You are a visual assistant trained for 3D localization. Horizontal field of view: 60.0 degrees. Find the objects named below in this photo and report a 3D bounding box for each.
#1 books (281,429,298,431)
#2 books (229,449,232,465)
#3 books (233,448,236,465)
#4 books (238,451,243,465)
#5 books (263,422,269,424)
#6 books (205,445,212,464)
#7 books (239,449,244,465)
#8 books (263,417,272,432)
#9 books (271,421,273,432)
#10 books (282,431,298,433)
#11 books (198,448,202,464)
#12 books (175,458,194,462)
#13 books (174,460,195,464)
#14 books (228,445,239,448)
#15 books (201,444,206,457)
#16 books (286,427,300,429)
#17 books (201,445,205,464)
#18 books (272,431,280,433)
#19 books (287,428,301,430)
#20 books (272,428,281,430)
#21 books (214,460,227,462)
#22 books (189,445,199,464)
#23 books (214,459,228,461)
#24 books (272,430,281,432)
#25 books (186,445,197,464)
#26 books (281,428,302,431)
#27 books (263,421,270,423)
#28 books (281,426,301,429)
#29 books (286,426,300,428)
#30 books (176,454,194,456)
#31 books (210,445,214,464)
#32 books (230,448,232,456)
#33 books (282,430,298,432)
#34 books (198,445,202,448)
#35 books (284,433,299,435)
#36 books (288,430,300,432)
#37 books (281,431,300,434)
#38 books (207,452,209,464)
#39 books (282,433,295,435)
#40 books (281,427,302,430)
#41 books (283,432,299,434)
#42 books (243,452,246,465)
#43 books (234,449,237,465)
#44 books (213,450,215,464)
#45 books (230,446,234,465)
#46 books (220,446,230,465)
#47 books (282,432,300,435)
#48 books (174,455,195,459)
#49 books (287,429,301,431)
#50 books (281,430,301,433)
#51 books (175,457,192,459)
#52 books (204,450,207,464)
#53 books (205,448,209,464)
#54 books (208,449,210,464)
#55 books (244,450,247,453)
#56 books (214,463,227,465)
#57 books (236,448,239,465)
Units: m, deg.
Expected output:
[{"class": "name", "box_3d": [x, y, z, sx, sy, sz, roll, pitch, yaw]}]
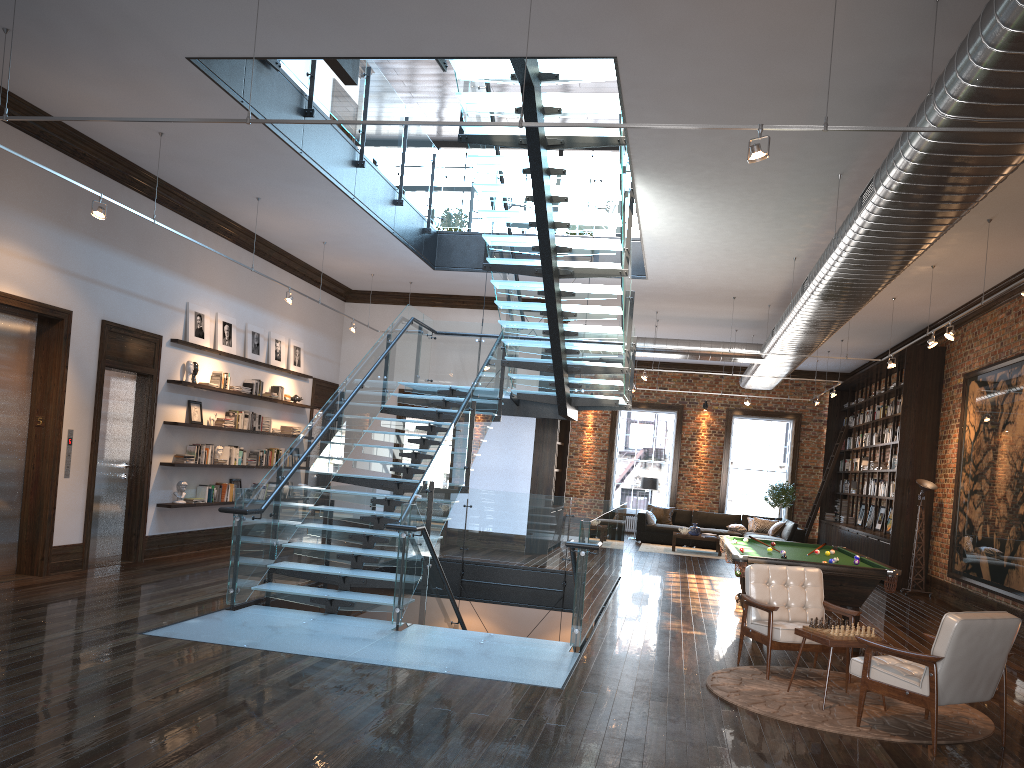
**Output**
[{"class": "books", "box_3d": [-3.508, 0.735, 14.108, 0.194, 0.008, 0.310, 3, -5, 16]}, {"class": "books", "box_3d": [-3.924, 0.995, 12.153, 0.153, 0.218, 0.030, 4, 0, 11]}, {"class": "books", "box_3d": [-3.909, 0.997, 12.279, 0.153, 0.239, 0.010, 4, 0, 11]}, {"class": "books", "box_3d": [-3.871, 1.035, 12.457, 0.158, 0.201, 0.060, 4, -1, 11]}, {"class": "books", "box_3d": [-3.714, 0.570, 13.138, 0.142, 0.011, 0.257, 4, -5, 8]}, {"class": "books", "box_3d": [-4.031, 0.925, 11.668, 0.130, 0.252, 0.027, 5, 0, 11]}, {"class": "books", "box_3d": [-3.868, 1.032, 12.557, 0.142, 0.224, 0.012, 4, 0, 11]}, {"class": "books", "box_3d": [-3.677, 0.609, 13.290, 0.142, 0.224, 0.012, 4, 0, 11]}, {"class": "books", "box_3d": [-3.680, 0.635, 13.349, 0.139, 0.181, 0.030, 4, 0, 11]}, {"class": "books", "box_3d": [-3.519, 0.765, 14.105, 0.194, 0.008, 0.309, 4, -5, 13]}, {"class": "books", "box_3d": [-4.068, 0.924, 11.405, 0.156, 0.202, 0.013, 4, 0, 11]}, {"class": "books", "box_3d": [-4.126, 0.956, 11.174, 0.154, 0.028, 0.192, 4, -5, 6]}, {"class": "books", "box_3d": [-4.126, 0.984, 11.168, 0.143, 0.028, 0.236, 4, -5, 11]}, {"class": "books", "box_3d": [-3.889, 0.992, 12.353, 0.157, 0.265, 0.011, 5, 0, 11]}, {"class": "books", "box_3d": [-4.059, 0.908, 11.541, 0.127, 0.258, 0.015, 5, 0, 11]}, {"class": "books", "box_3d": [-3.513, 0.698, 14.110, 0.194, 0.008, 0.309, 4, -5, 13]}, {"class": "books", "box_3d": [-4.049, 0.913, 11.491, 0.138, 0.243, 0.015, 5, 0, 11]}, {"class": "books", "box_3d": [-3.657, 0.724, 13.517, 0.142, 0.011, 0.256, 4, -5, 12]}, {"class": "books", "box_3d": [-3.506, 0.713, 14.108, 0.193, 0.007, 0.347, 4, -5, 6]}, {"class": "books", "box_3d": [-3.654, 0.682, 13.517, 0.140, 0.011, 0.287, 4, -5, 10]}, {"class": "books", "box_3d": [-3.976, 1.035, 11.972, 0.142, 0.011, 0.257, 4, -5, 8]}, {"class": "books", "box_3d": [-4.079, 0.901, 11.351, 0.134, 0.236, 0.013, 5, 0, 11]}, {"class": "books", "box_3d": [-3.977, 1.024, 11.972, 0.140, 0.011, 0.288, 4, -5, 13]}, {"class": "books", "box_3d": [-3.652, 0.714, 13.516, 0.140, 0.011, 0.288, 4, -5, 13]}, {"class": "books", "box_3d": [-4.101, 0.902, 11.324, 0.125, 0.226, 0.048, 5, 0, 11]}, {"class": "books", "box_3d": [-3.515, 0.720, 14.110, 0.193, 0.007, 0.347, 4, -5, 13]}, {"class": "books", "box_3d": [-3.715, 0.559, 13.138, 0.142, 0.011, 0.256, 4, -5, 13]}, {"class": "books", "box_3d": [-3.512, 0.690, 14.110, 0.193, 0.007, 0.347, 4, -5, 9]}, {"class": "books", "box_3d": [-3.512, 0.683, 14.110, 0.193, 0.007, 0.347, 4, -5, 13]}, {"class": "books", "box_3d": [-4.119, 0.897, 11.173, 0.135, 0.014, 0.216, 4, -5, 11]}, {"class": "books", "box_3d": [-4.020, 0.932, 11.732, 0.140, 0.251, 0.012, 5, 0, 11]}, {"class": "books", "box_3d": [-3.926, 0.990, 12.205, 0.133, 0.236, 0.022, 5, 0, 11]}, {"class": "books", "box_3d": [-3.510, 0.750, 14.106, 0.195, 0.008, 0.309, 4, -5, 6]}, {"class": "books", "box_3d": [-4.068, 0.907, 11.431, 0.128, 0.240, 0.012, 5, 0, 11]}, {"class": "books", "box_3d": [-3.516, 0.795, 14.104, 0.193, 0.007, 0.347, 3, -5, 15]}, {"class": "books", "box_3d": [-3.522, 0.742, 14.108, 0.195, 0.008, 0.309, 4, -5, 11]}, {"class": "books", "box_3d": [-3.515, 0.772, 14.104, 0.194, 0.008, 0.310, 3, -5, 15]}, {"class": "books", "box_3d": [-4.041, 0.964, 11.609, 0.134, 0.162, 0.030, 4, 0, 11]}, {"class": "books", "box_3d": [-3.514, 0.802, 14.104, 0.193, 0.007, 0.347, 4, -5, 6]}, {"class": "books", "box_3d": [-3.513, 0.705, 14.110, 0.193, 0.007, 0.347, 4, -5, 13]}, {"class": "books", "box_3d": [-3.512, 0.780, 14.104, 0.193, 0.007, 0.347, 3, -5, 16]}, {"class": "books", "box_3d": [-3.845, 1.059, 12.607, 0.137, 0.184, 0.053, 4, -1, 11]}, {"class": "books", "box_3d": [-3.898, 1.012, 12.322, 0.150, 0.218, 0.028, 4, 0, 11]}, {"class": "books", "box_3d": [-4.013, 0.971, 11.789, 0.120, 0.185, 0.034, 4, 0, 11]}, {"class": "books", "box_3d": [-3.912, 0.984, 12.220, 0.147, 0.252, 0.012, 5, 0, 11]}, {"class": "books", "box_3d": [-3.933, 0.975, 12.124, 0.140, 0.251, 0.012, 5, 0, 11]}, {"class": "books", "box_3d": [-3.516, 0.787, 14.104, 0.195, 0.008, 0.309, 4, -5, 7]}, {"class": "books", "box_3d": [-4.121, 0.916, 11.154, 0.143, 0.028, 0.220, 3, -5, 16]}, {"class": "books", "box_3d": [-3.512, 0.728, 14.109, 0.193, 0.007, 0.347, 4, -5, 8]}, {"class": "books", "box_3d": [-3.518, 0.757, 14.107, 0.193, 0.007, 0.347, 4, -5, 9]}, {"class": "books", "box_3d": [-4.120, 0.936, 11.167, 0.159, 0.011, 0.184, 4, -5, 11]}, {"class": "books", "box_3d": [-4.047, 0.950, 11.552, 0.142, 0.179, 0.013, 4, 0, 11]}, {"class": "books", "box_3d": [-4.042, 0.937, 11.577, 0.150, 0.210, 0.035, 4, 0, 11]}, {"class": "books", "box_3d": [-4.034, 0.950, 11.639, 0.127, 0.197, 0.031, 4, 0, 11]}, {"class": "books", "box_3d": [-3.851, 1.046, 12.627, 0.143, 0.213, 0.043, 4, 0, 11]}, {"class": "books", "box_3d": [-3.981, 1.078, 11.972, 0.141, 0.011, 0.287, 4, -5, 9]}, {"class": "books", "box_3d": [-3.885, 1.007, 12.340, 0.170, 0.234, 0.012, 4, 0, 11]}]
